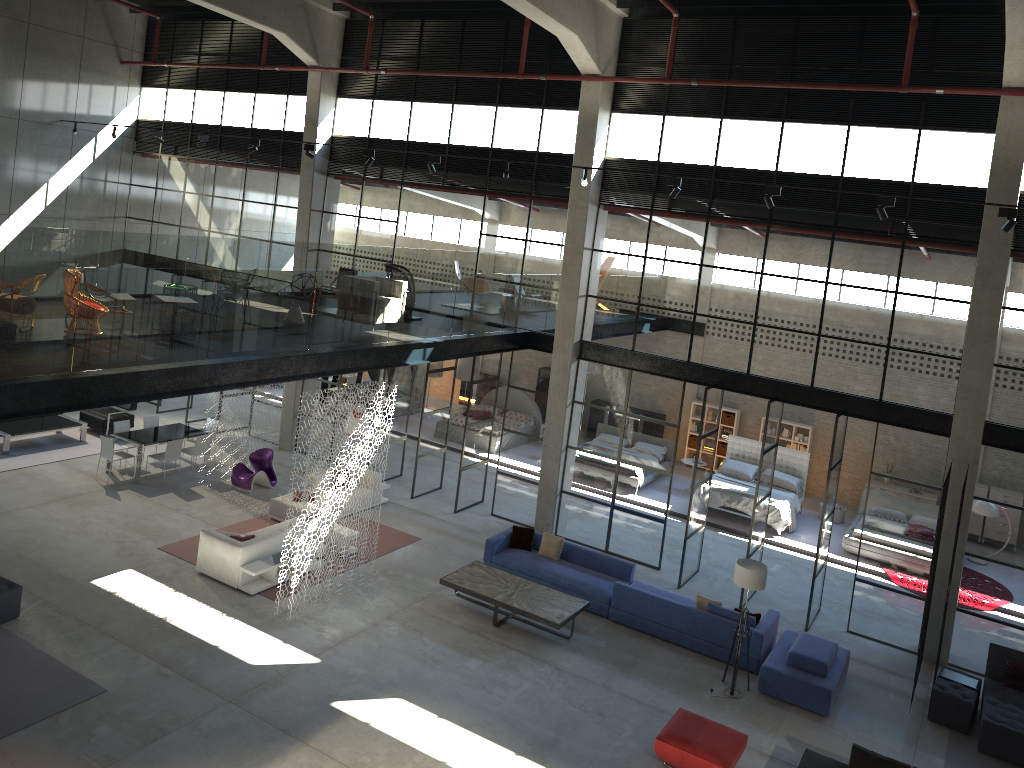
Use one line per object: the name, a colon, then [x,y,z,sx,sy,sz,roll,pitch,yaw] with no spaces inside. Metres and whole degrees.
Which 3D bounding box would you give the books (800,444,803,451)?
books: [7.292,1.690,22.130,0.020,0.317,0.253,9,6,29]

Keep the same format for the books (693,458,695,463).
books: [4.441,1.845,20.943,0.229,0.042,0.305,8,10,3]

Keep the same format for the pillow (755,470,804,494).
pillow: [6.131,2.177,20.029,0.990,0.289,0.693,13,11,31]

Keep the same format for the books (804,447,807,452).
books: [7.373,1.734,22.072,0.022,0.272,0.253,9,6,29]

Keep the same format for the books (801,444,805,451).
books: [7.317,1.692,22.115,0.036,0.330,0.253,9,6,29]

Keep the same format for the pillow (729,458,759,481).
pillow: [5.512,2.015,20.624,1.065,0.320,0.490,13,10,29]

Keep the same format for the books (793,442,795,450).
books: [7.151,1.652,22.211,0.069,0.332,0.253,9,6,29]

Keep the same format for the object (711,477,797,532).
object: [5.126,2.600,19.322,2.308,0.653,0.653,14,9,32]

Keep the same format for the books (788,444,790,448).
books: [7.006,1.659,22.243,0.061,0.263,0.186,9,5,29]

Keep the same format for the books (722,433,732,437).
books: [5.675,1.351,23.079,0.259,0.046,0.214,13,12,29]

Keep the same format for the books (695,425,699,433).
books: [4.954,1.196,23.488,0.075,0.202,0.159,9,6,29]

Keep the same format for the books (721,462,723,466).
books: [5.554,2.143,23.160,0.081,0.240,0.215,9,6,29]

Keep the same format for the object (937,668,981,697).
object: [6.203,4.130,12.181,0.525,0.099,0.301,14,12,34]

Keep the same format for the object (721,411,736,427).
object: [5.718,0.922,23.045,0.327,0.295,0.324,11,8,29]

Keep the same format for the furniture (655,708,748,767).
furniture: [2.198,4.219,10.188,0.864,0.373,0.858,12,11,29]

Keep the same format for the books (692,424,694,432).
books: [4.875,1.173,23.524,0.031,0.214,0.175,9,6,29]

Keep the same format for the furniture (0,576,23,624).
furniture: [-6.949,2.777,11.451,0.968,0.452,0.511,11,8,24]

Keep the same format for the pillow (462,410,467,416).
pillow: [-0.878,0.799,23.130,0.879,0.210,0.638,9,10,8]

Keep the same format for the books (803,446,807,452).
books: [7.358,1.721,22.091,0.027,0.286,0.253,9,6,29]

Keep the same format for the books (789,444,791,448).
books: [7.041,1.662,22.226,0.052,0.275,0.186,9,5,29]

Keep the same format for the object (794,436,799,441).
object: [7.175,1.374,22.105,0.117,0.111,0.116,11,8,32]

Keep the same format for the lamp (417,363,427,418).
lamp: [-2.275,0.015,24.808,0.798,1.910,0.691,6,4,-19]

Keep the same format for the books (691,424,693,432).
books: [4.845,1.176,23.541,0.018,0.195,0.143,9,5,29]

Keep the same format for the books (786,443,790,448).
books: [6.971,1.647,22.257,0.090,0.274,0.186,9,5,29]

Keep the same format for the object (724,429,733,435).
object: [5.699,1.266,23.073,0.263,0.132,0.058,12,6,29]

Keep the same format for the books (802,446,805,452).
books: [7.345,1.718,22.119,0.020,0.279,0.253,9,6,29]

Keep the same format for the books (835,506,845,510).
books: [7.426,2.813,20.004,0.231,0.046,0.301,14,13,34]

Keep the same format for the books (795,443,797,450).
books: [7.191,1.660,22.188,0.059,0.332,0.253,9,6,29]

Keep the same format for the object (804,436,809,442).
object: [7.428,1.393,22.117,0.141,0.136,0.144,1,9,-43]

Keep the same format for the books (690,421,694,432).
books: [4.833,1.140,23.549,0.019,0.259,0.175,9,5,29]

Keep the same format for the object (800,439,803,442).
object: [7.268,1.422,22.051,0.065,0.063,0.066,6,7,-13]

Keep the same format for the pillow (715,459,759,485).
pillow: [5.278,2.028,20.406,1.039,0.370,0.666,14,11,32]

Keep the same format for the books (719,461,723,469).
books: [5.544,2.138,23.184,0.081,0.240,0.156,9,5,29]

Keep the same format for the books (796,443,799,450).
books: [7.234,1.666,22.184,0.065,0.332,0.253,9,6,29]

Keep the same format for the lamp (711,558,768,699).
lamp: [3.099,3.327,11.867,0.433,1.731,0.668,9,4,26]

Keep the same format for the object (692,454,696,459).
object: [4.877,2.002,23.469,0.138,0.234,0.141,5,5,-24]

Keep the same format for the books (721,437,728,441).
books: [5.665,1.430,23.082,0.259,0.071,0.214,13,11,29]

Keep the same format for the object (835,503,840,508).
object: [7.401,2.776,20.027,0.171,0.089,0.168,15,12,42]

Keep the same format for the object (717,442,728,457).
object: [5.606,1.721,23.085,0.327,0.295,0.324,11,8,29]

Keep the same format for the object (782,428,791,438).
object: [6.972,1.247,22.283,0.165,0.249,0.168,6,5,-16]

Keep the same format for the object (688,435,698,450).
object: [4.928,1.564,23.477,0.327,0.295,0.324,11,8,29]

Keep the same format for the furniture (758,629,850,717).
furniture: [4.150,3.931,12.369,0.960,0.549,1.542,12,11,29]

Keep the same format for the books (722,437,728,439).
books: [5.668,1.408,23.083,0.254,0.025,0.209,13,12,29]

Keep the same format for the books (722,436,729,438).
books: [5.672,1.387,23.077,0.251,0.019,0.216,13,12,29]

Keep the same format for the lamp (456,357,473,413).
lamp: [-1.246,0.123,24.924,0.798,1.909,0.691,6,4,-19]

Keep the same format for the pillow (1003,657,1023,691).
pillow: [7.061,4.057,12.161,0.418,0.342,0.235,12,7,30]

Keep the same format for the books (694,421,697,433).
books: [4.914,1.149,23.496,0.049,0.285,0.185,9,5,29]

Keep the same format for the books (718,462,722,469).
books: [5.516,2.153,23.200,0.077,0.198,0.148,9,6,29]

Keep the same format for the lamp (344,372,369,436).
lamp: [-2.725,0.331,15.717,0.445,1.093,0.438,10,5,38]

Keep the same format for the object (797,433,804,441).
object: [7.287,1.342,22.199,0.174,0.168,0.177,7,7,-3]

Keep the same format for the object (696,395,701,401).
object: [5.049,0.389,23.607,0.236,0.150,0.053,12,5,27]

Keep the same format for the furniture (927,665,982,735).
furniture: [6.100,4.322,12.073,0.515,0.451,0.961,12,10,34]

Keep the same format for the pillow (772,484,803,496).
pillow: [6.161,2.265,20.096,0.970,0.328,0.717,13,11,30]

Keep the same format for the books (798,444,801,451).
books: [7.253,1.670,22.152,0.056,0.339,0.253,9,5,29]
